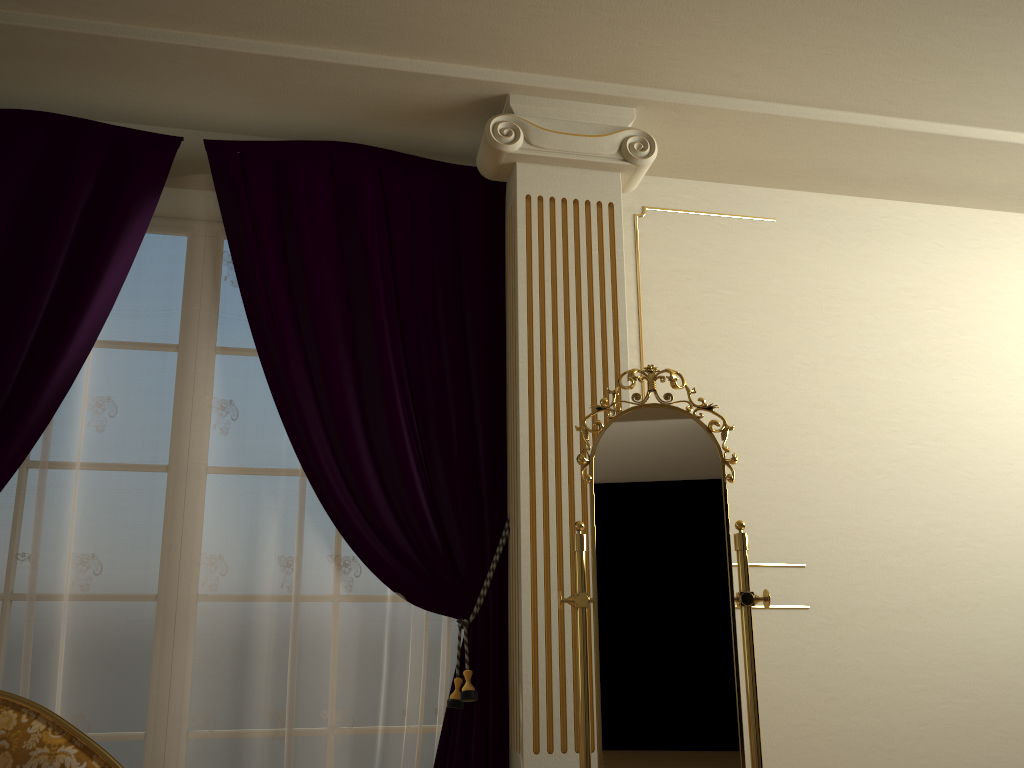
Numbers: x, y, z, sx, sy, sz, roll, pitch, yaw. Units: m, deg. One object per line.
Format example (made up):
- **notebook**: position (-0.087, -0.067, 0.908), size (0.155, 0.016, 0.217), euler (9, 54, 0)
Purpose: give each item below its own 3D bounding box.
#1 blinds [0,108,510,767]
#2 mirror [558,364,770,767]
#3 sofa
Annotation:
- **blinds**: position (-1.065, 0.435, 2.725), size (2.236, 2.608, 0.344), euler (2, -14, -10)
- **mirror**: position (0.393, 0.755, 2.240), size (0.541, 1.671, 0.247), euler (0, -14, -1)
- **sofa**: position (-0.801, 0.995, 1.610), size (1.894, 0.856, 0.705), euler (3, -16, -11)
